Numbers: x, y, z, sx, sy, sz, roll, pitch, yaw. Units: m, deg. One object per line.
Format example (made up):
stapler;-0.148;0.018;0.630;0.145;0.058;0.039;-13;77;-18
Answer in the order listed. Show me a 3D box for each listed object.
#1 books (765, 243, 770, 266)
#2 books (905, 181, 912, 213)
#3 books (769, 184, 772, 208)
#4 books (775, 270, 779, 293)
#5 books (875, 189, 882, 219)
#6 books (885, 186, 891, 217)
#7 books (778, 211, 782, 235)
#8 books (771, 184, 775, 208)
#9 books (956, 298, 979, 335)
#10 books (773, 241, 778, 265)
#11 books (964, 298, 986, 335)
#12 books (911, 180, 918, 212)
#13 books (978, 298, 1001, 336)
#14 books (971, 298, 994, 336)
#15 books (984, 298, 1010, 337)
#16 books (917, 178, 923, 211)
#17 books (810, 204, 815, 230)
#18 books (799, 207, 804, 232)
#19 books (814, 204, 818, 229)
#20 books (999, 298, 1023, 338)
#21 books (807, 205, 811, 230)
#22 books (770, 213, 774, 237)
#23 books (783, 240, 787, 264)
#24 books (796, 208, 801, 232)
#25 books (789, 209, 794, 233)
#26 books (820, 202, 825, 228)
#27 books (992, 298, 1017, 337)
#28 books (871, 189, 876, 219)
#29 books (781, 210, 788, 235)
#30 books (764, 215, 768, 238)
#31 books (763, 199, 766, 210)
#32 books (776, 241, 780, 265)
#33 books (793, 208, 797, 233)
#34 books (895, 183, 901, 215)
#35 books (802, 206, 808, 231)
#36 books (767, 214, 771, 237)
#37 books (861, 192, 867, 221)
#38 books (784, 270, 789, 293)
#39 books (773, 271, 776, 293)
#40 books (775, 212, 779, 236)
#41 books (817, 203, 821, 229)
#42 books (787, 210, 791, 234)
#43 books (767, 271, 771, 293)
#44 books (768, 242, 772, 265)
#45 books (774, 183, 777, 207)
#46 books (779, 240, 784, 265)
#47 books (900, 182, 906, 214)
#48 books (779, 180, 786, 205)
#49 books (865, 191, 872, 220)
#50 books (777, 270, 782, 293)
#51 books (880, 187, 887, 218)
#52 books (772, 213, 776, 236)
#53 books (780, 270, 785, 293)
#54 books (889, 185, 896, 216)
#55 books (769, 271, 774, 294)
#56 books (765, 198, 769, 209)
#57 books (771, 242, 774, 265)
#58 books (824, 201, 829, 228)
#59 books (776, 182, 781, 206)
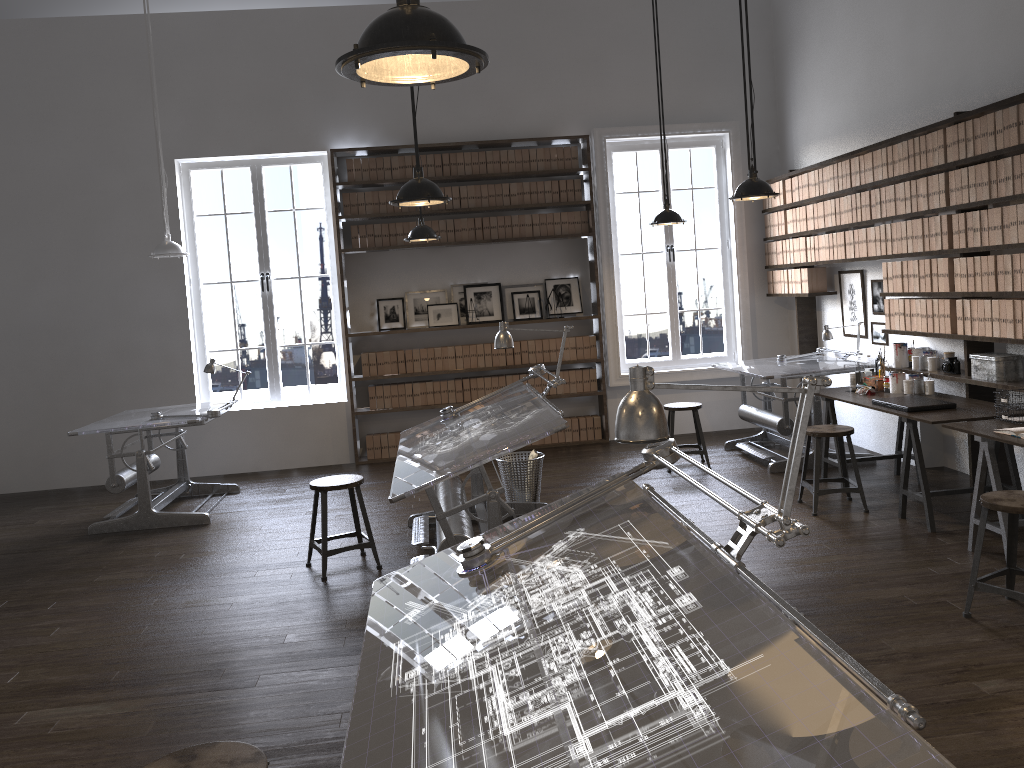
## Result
books;2.589;-1.282;8.722;0.174;0.225;0.067;-4;3;-5
books;2.822;-1.294;6.128;0.174;0.225;0.067;-4;3;-5
books;2.568;-1.814;8.540;0.174;0.225;0.067;-4;3;-5
books;2.634;-0.985;8.519;0.174;0.225;0.067;-4;3;-5
books;2.783;-1.334;6.537;0.174;0.225;0.067;-4;3;-5
books;2.801;-1.321;6.397;0.174;0.225;0.067;-4;3;-5
books;2.610;-1.519;8.352;0.174;0.225;0.067;-4;3;-5
books;2.578;-1.808;8.471;0.174;0.225;0.067;-4;3;-5
books;2.931;-0.430;5.634;0.174;0.225;0.067;-4;3;-5
books;2.611;-1.262;8.515;0.174;0.225;0.067;-4;3;-5
books;2.941;-0.423;5.562;0.174;0.225;0.067;-4;3;-5
books;2.833;-1.287;6.059;0.174;0.225;0.067;-4;3;-5
books;2.956;-0.410;5.423;0.174;0.225;0.067;-4;3;-5
books;2.952;-0.417;5.493;0.174;0.225;0.067;-4;3;-5
books;2.959;-0.403;5.353;0.174;0.225;0.067;-4;3;-5
books;2.841;-1.281;5.989;0.174;0.225;0.067;-4;3;-5
books;2.674;-1.444;7.656;0.174;0.225;0.067;-4;3;-5
books;2.657;-1.466;7.875;0.174;0.225;0.067;-4;3;-5
books;2.685;-1.438;7.586;0.174;0.225;0.067;-4;3;-5
books;2.976;-0.390;5.219;0.174;0.225;0.067;-4;3;-5
books;2.672;-1.452;7.727;0.174;0.225;0.067;-4;3;-5
books;2.588;-1.538;8.547;0.174;0.225;0.067;-4;3;-5
books;2.637;-1.240;8.296;0.174;0.225;0.067;-4;3;-5
books;2.649;-1.473;7.940;0.174;0.225;0.067;-4;3;-5
books;2.631;-1.486;8.075;0.174;0.225;0.067;-4;3;-5
books;2.692;-1.424;7.448;0.174;0.225;0.067;-4;3;-5
books;2.968;-0.396;5.281;0.174;0.225;0.067;-4;3;-5
books;2.781;-1.342;6.608;0.174;0.225;0.067;-4;3;-5
books;2.617;-1.512;8.281;0.174;0.225;0.067;-4;3;-5
books;2.576;-1.552;8.689;0.174;0.225;0.067;-4;3;-5
books;2.550;-1.828;8.684;0.174;0.225;0.067;-4;3;-5
books;2.622;-1.255;8.444;0.174;0.225;0.067;-4;3;-5
books;2.638;-1.478;8.003;0.174;0.225;0.067;-4;3;-5
books;2.812;-1.307;6.263;0.174;0.225;0.067;-4;3;-5
books;2.659;-1.459;7.801;0.174;0.225;0.067;-4;3;-5
books;2.579;-1.545;8.619;0.174;0.225;0.067;-4;3;-5
books;2.766;-1.356;6.757;0.174;0.225;0.067;-4;3;-5
books;2.653;-0.965;8.312;0.174;0.225;0.067;-4;3;-5
books;2.630;-0.992;8.584;0.174;0.225;0.067;-4;3;-5
books;2.598;-1.525;8.418;0.174;0.225;0.067;-4;3;-5
books;2.692;-1.431;7.515;0.174;0.225;0.067;-4;3;-5
books;2.628;-1.493;8.147;0.174;0.225;0.067;-4;3;-5
books;2.615;-1.007;8.732;0.174;0.225;0.067;-4;3;-5
books;2.601;-1.276;8.656;0.174;0.225;0.067;-4;3;-5
books;2.583;-1.801;8.401;0.174;0.225;0.067;-4;3;-5
books;2.624;-1.247;8.369;0.174;0.225;0.067;-4;3;-5
books;2.817;-1.301;6.200;0.174;0.225;0.067;-4;3;-5
books;2.595;-1.787;8.259;0.174;0.225;0.067;-4;3;-5
books;2.768;-1.348;6.682;0.174;0.225;0.067;-4;3;-5
books;2.636;-0.979;8.456;0.174;0.225;0.067;-4;3;-5
books;2.794;-1.328;6.467;0.174;0.225;0.067;-4;3;-5
books;2.596;-1.532;8.485;0.174;0.225;0.067;-4;3;-5
books;2.643;-0.972;8.384;0.174;0.225;0.067;-4;3;-5
books;2.801;-1.313;6.329;0.174;0.225;0.067;-4;3;-5
books;2.617;-0.999;8.657;0.174;0.225;0.067;-4;3;-5
books;2.557;-1.821;8.612;0.174;0.225;0.067;-4;3;-5
books;2.608;-1.269;8.585;0.174;0.225;0.067;-4;3;-5
books;2.703;-1.418;7.382;0.174;0.225;0.067;-4;3;-5
books;2.586;-1.794;8.331;0.174;0.225;0.067;-4;3;-5
